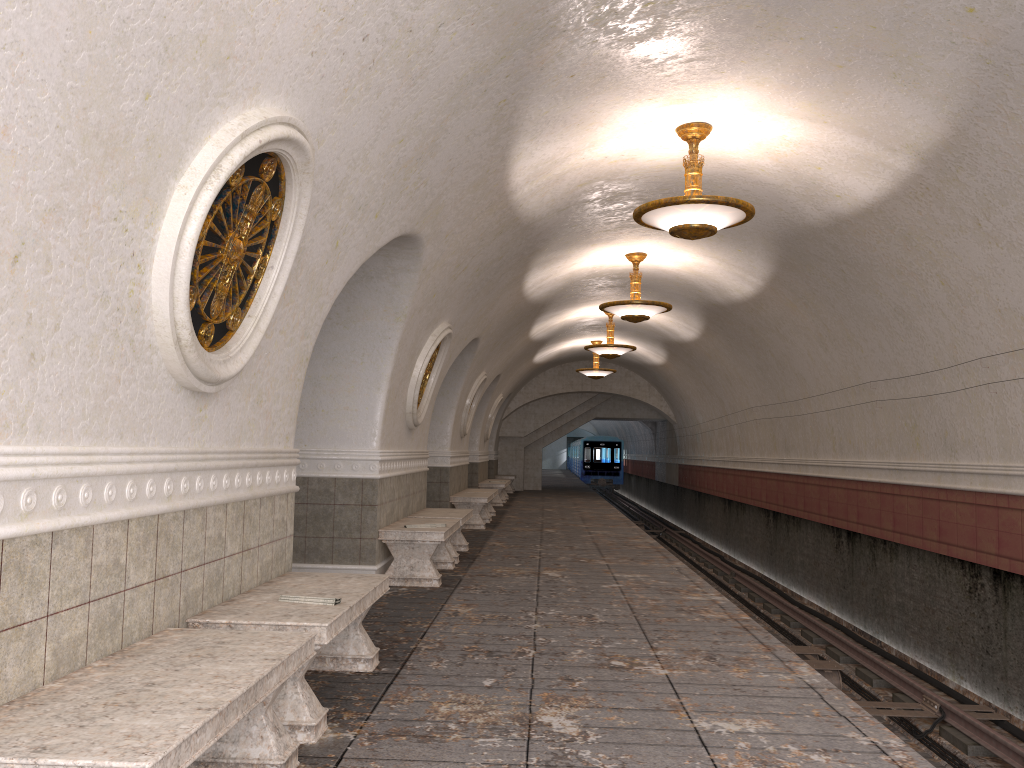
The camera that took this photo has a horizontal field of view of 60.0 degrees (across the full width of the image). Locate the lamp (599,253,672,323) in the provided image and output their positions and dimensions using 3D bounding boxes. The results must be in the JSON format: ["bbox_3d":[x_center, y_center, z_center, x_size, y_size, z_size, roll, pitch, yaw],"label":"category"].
[{"bbox_3d":[1.714,-1.316,12.292,1.008,0.955,1.008,0,-5,18],"label":"lamp"}]

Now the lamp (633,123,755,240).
[{"bbox_3d":[1.530,-1.684,7.480,1.008,0.955,1.008,2,-4,-14],"label":"lamp"}]

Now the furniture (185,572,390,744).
[{"bbox_3d":[-1.058,1.314,4.479,0.613,0.508,1.509,1,-4,2],"label":"furniture"}]

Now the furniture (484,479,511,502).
[{"bbox_3d":[-0.372,2.685,22.406,0.613,0.508,1.509,1,-4,2],"label":"furniture"}]

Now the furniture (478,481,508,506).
[{"bbox_3d":[-0.436,2.557,20.730,0.613,0.508,1.509,1,-4,2],"label":"furniture"}]

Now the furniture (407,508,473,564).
[{"bbox_3d":[-0.829,1.772,10.466,0.613,0.508,1.509,1,-4,2],"label":"furniture"}]

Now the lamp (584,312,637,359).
[{"bbox_3d":[1.898,-0.948,17.103,1.008,0.955,1.008,0,-5,18],"label":"lamp"}]

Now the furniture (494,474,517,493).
[{"bbox_3d":[-0.195,3.037,27.010,0.613,0.508,1.509,1,-4,2],"label":"furniture"}]

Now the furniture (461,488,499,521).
[{"bbox_3d":[-0.599,2.231,16.465,0.613,0.508,1.509,1,-4,2],"label":"furniture"}]

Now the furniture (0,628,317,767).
[{"bbox_3d":[-1.122,1.186,2.803,0.613,0.508,1.509,1,-4,2],"label":"furniture"}]

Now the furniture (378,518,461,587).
[{"bbox_3d":[-0.893,1.644,8.790,0.613,0.508,1.509,1,-4,2],"label":"furniture"}]

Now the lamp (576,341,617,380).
[{"bbox_3d":[2.083,-0.580,21.915,1.008,0.955,1.008,5,-6,-42],"label":"lamp"}]

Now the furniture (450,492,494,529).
[{"bbox_3d":[-0.663,2.103,14.789,0.613,0.508,1.509,1,-4,2],"label":"furniture"}]
